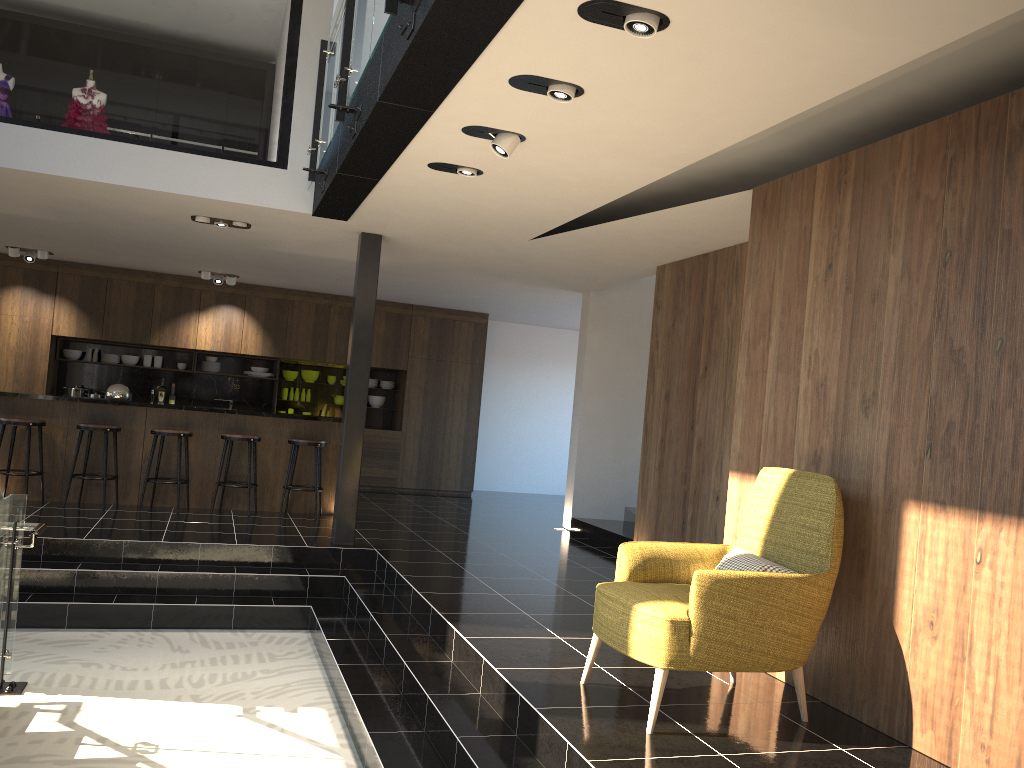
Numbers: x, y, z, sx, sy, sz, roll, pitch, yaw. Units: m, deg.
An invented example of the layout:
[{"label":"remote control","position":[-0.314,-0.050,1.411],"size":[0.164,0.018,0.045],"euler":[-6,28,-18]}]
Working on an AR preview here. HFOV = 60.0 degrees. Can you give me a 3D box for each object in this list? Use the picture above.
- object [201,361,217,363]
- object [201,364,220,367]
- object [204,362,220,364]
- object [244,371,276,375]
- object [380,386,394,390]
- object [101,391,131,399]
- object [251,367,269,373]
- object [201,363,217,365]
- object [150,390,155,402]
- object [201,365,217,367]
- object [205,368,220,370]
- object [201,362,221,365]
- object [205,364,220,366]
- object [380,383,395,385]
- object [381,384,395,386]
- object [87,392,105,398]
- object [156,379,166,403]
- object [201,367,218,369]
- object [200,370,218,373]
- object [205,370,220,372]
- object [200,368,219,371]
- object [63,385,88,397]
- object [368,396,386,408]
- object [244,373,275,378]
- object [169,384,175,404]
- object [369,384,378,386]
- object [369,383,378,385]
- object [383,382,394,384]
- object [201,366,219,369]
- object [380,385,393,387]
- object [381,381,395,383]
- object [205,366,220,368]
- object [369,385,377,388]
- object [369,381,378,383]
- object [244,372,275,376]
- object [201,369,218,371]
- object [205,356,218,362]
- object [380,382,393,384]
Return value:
[{"label":"object","position":[-4.242,-0.296,12.499],"size":[0.269,0.024,0.269],"euler":[4,-2,20]},{"label":"object","position":[-4.245,-0.252,12.498],"size":[0.269,0.024,0.269],"euler":[4,-2,20]},{"label":"object","position":[-4.242,-0.287,12.499],"size":[0.269,0.024,0.269],"euler":[4,-2,20]},{"label":"object","position":[-3.599,-0.141,12.645],"size":[0.438,0.039,0.438],"euler":[4,-2,18]},{"label":"object","position":[-1.864,0.061,13.218],"size":[0.220,0.033,0.220],"euler":[6,-2,-35]},{"label":"object","position":[-5.248,0.177,11.743],"size":[0.278,0.218,0.301],"euler":[5,-2,14]},{"label":"object","position":[-3.598,-0.189,12.646],"size":[0.254,0.088,0.254],"euler":[5,-2,7]},{"label":"object","position":[-4.244,-0.269,12.498],"size":[0.269,0.024,0.269],"euler":[4,-2,20]},{"label":"object","position":[-4.980,0.221,12.265],"size":[0.058,0.287,0.058],"euler":[5,-1,-6]},{"label":"object","position":[-4.246,-0.241,12.498],"size":[0.269,0.024,0.269],"euler":[4,-2,20]},{"label":"object","position":[-4.250,-0.205,12.497],"size":[0.269,0.024,0.269],"euler":[4,-2,20]},{"label":"object","position":[-4.243,-0.279,12.499],"size":[0.269,0.024,0.269],"euler":[4,-2,20]},{"label":"object","position":[-4.245,-0.260,12.498],"size":[0.269,0.024,0.269],"euler":[4,-2,20]},{"label":"object","position":[-1.860,0.013,13.219],"size":[0.220,0.033,0.220],"euler":[6,-2,-35]},{"label":"object","position":[-1.861,0.025,13.219],"size":[0.220,0.033,0.220],"euler":[6,-2,-35]},{"label":"object","position":[-5.531,0.182,11.770],"size":[0.195,0.143,0.210],"euler":[4,-2,29]},{"label":"object","position":[-4.880,0.148,12.302],"size":[0.133,0.451,0.116],"euler":[5,-1,-19]},{"label":"object","position":[-4.249,-0.214,12.497],"size":[0.269,0.024,0.269],"euler":[4,-2,20]},{"label":"object","position":[-4.253,-0.170,12.496],"size":[0.269,0.024,0.269],"euler":[4,-2,20]},{"label":"object","position":[-4.252,-0.177,12.497],"size":[0.269,0.024,0.269],"euler":[4,-2,20]},{"label":"object","position":[-4.250,-0.197,12.497],"size":[0.269,0.024,0.269],"euler":[4,-2,20]},{"label":"object","position":[-5.798,0.120,11.776],"size":[0.236,0.218,0.255],"euler":[4,-2,29]},{"label":"object","position":[-2.013,0.268,13.180],"size":[0.264,0.170,0.264],"euler":[7,-2,-44]},{"label":"object","position":[-3.602,-0.114,12.644],"size":[0.438,0.039,0.438],"euler":[4,-2,18]},{"label":"object","position":[-4.735,0.191,12.359],"size":[0.077,0.395,0.077],"euler":[4,-1,23]},{"label":"object","position":[-2.103,0.024,13.138],"size":[0.220,0.033,0.220],"euler":[5,-2,-9]},{"label":"object","position":[-2.102,0.012,13.138],"size":[0.220,0.033,0.220],"euler":[5,-2,-9]},{"label":"object","position":[-1.858,-0.008,13.220],"size":[0.220,0.033,0.220],"euler":[6,-2,-35]},{"label":"object","position":[-4.248,-0.225,12.498],"size":[0.269,0.024,0.269],"euler":[4,-2,20]},{"label":"object","position":[-1.863,0.048,13.219],"size":[0.220,0.033,0.220],"euler":[6,-2,-35]},{"label":"object","position":[-1.857,-0.021,13.220],"size":[0.220,0.033,0.220],"euler":[6,-2,-35]},{"label":"object","position":[-4.247,-0.232,12.498],"size":[0.269,0.024,0.269],"euler":[4,-2,20]},{"label":"object","position":[-2.104,0.037,13.137],"size":[0.220,0.033,0.220],"euler":[5,-2,-9]},{"label":"object","position":[-2.099,-0.022,13.139],"size":[0.220,0.033,0.220],"euler":[5,-2,-9]},{"label":"object","position":[-3.601,-0.126,12.644],"size":[0.438,0.039,0.438],"euler":[4,-2,18]},{"label":"object","position":[-4.251,-0.186,12.497],"size":[0.269,0.024,0.269],"euler":[4,-2,20]},{"label":"object","position":[-4.241,-0.339,12.498],"size":[0.168,0.087,0.168],"euler":[5,-2,1]},{"label":"object","position":[-1.859,0.002,13.220],"size":[0.220,0.033,0.220],"euler":[6,-2,-35]}]
